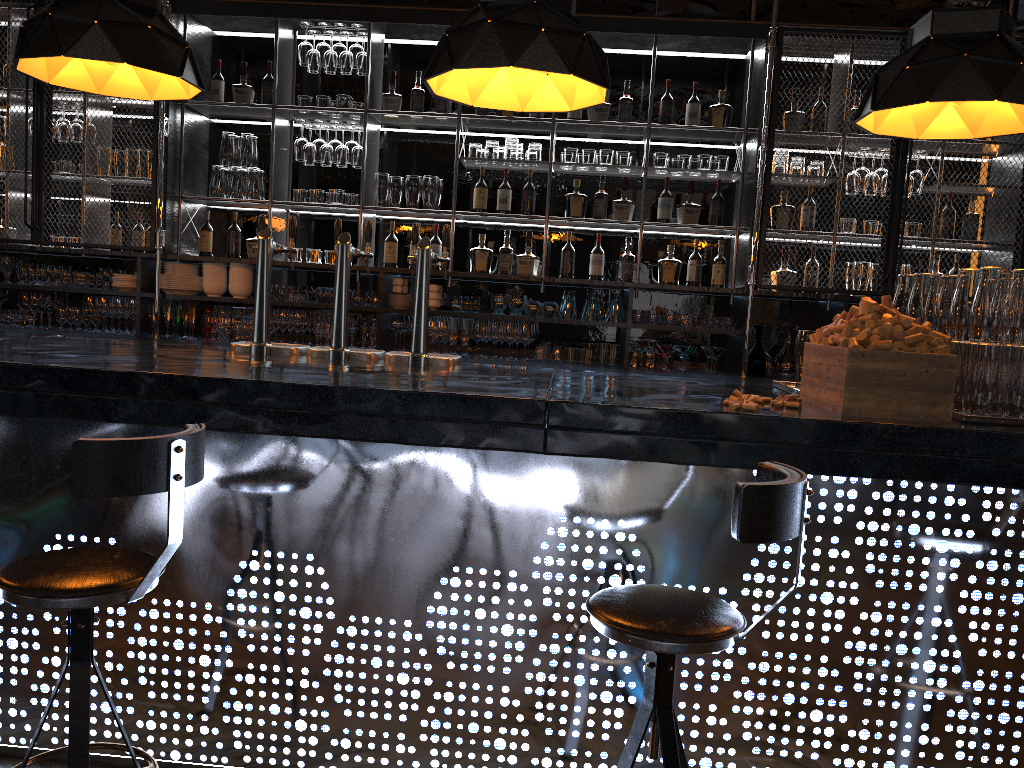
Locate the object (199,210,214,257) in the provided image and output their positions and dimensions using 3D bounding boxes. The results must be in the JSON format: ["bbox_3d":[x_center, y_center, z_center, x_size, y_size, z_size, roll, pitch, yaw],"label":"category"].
[{"bbox_3d":[-1.934,-0.947,5.617,0.086,0.299,0.086,0,6,-37],"label":"object"}]

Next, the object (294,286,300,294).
[{"bbox_3d":[-1.406,-0.579,5.675,0.089,0.100,0.100,3,5,-3],"label":"object"}]

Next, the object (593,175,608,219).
[{"bbox_3d":[0.545,-1.132,5.427,0.083,0.282,0.083,4,5,4],"label":"object"}]

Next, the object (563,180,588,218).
[{"bbox_3d":[0.391,-1.125,5.437,0.151,0.248,0.094,3,5,-7],"label":"object"}]

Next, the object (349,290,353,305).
[{"bbox_3d":[-1.049,-0.550,5.590,0.093,0.099,0.093,3,5,-9],"label":"object"}]

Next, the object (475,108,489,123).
[{"bbox_3d":[-0.177,-1.751,5.423,0.083,0.282,0.083,3,5,-11],"label":"object"}]

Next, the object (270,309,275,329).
[{"bbox_3d":[-1.491,-0.350,5.419,0.084,0.216,0.084,3,5,-8],"label":"object"}]

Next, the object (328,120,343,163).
[{"bbox_3d":[-1.077,-1.477,5.416,0.092,0.244,0.092,0,6,-36],"label":"object"}]

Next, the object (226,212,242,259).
[{"bbox_3d":[-1.745,-0.932,5.574,0.086,0.297,0.086,8,6,37],"label":"object"}]

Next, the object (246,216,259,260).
[{"bbox_3d":[-1.589,-0.912,5.577,0.123,0.279,0.123,5,5,17],"label":"object"}]

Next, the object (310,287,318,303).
[{"bbox_3d":[-1.258,-0.565,5.607,0.109,0.100,0.109,2,5,-13],"label":"object"}]

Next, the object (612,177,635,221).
[{"bbox_3d":[0.682,-1.119,5.405,0.123,0.279,0.123,5,5,17],"label":"object"}]

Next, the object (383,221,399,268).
[{"bbox_3d":[-0.753,-0.866,5.544,0.086,0.299,0.086,0,6,-37],"label":"object"}]

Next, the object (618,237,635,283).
[{"bbox_3d":[0.707,-0.758,5.447,0.083,0.282,0.083,3,5,-11],"label":"object"}]

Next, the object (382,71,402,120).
[{"bbox_3d":[-0.737,-1.781,5.460,0.123,0.279,0.123,3,5,-8],"label":"object"}]

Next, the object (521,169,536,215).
[{"bbox_3d":[0.105,-1.171,5.456,0.086,0.297,0.086,0,6,-37],"label":"object"}]

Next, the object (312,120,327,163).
[{"bbox_3d":[-1.176,-1.484,5.422,0.092,0.244,0.092,0,6,-36],"label":"object"}]

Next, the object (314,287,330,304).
[{"bbox_3d":[-1.162,-0.544,5.439,0.093,0.099,0.093,5,5,20],"label":"object"}]

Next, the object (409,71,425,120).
[{"bbox_3d":[-0.580,-1.773,5.448,0.083,0.282,0.083,3,5,-11],"label":"object"}]

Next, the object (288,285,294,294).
[{"bbox_3d":[-1.417,-0.571,5.576,0.100,0.100,0.089,-1,7,-44],"label":"object"}]

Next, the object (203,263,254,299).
[{"bbox_3d":[-1.762,-0.645,5.496,0.309,0.216,0.149,4,5,1],"label":"object"}]

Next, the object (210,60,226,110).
[{"bbox_3d":[-1.839,-1.877,5.557,0.086,0.298,0.086,0,6,-37],"label":"object"}]

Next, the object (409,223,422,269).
[{"bbox_3d":[-0.595,-0.859,5.559,0.086,0.298,0.086,0,6,-37],"label":"object"}]

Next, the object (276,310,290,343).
[{"bbox_3d":[-1.397,-0.343,5.411,0.084,0.216,0.084,5,5,19],"label":"object"}]

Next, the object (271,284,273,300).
[{"bbox_3d":[-1.511,-0.572,5.518,0.100,0.100,0.089,1,6,-24],"label":"object"}]

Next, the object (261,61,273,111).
[{"bbox_3d":[-1.509,-1.852,5.508,0.086,0.299,0.086,0,6,-37],"label":"object"}]

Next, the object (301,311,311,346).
[{"bbox_3d":[-1.300,-0.349,5.543,0.084,0.216,0.084,-1,7,-44],"label":"object"}]

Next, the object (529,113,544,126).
[{"bbox_3d":[0.156,-1.737,5.415,0.086,0.298,0.086,0,6,-37],"label":"object"}]

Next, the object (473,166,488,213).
[{"bbox_3d":[-0.191,-1.190,5.478,0.086,0.299,0.086,0,6,-37],"label":"object"}]

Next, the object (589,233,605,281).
[{"bbox_3d":[0.526,-0.779,5.466,0.086,0.298,0.086,0,6,-37],"label":"object"}]

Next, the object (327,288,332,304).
[{"bbox_3d":[-1.155,-0.553,5.546,0.093,0.099,0.093,3,5,-9],"label":"object"}]

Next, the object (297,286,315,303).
[{"bbox_3d":[-1.268,-0.551,5.449,0.109,0.100,0.109,2,5,-13],"label":"object"}]

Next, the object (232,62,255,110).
[{"bbox_3d":[-1.665,-1.850,5.502,0.123,0.279,0.123,3,5,-8],"label":"object"}]

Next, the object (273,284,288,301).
[{"bbox_3d":[-1.426,-0.561,5.455,0.089,0.100,0.100,8,7,40],"label":"object"}]

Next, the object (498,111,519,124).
[{"bbox_3d":[-0.018,-1.723,5.414,0.151,0.248,0.094,4,5,7],"label":"object"}]

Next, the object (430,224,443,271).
[{"bbox_3d":[-0.478,-0.848,5.528,0.086,0.298,0.086,0,6,-37],"label":"object"}]

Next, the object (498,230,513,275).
[{"bbox_3d":[-0.036,-0.809,5.494,0.083,0.282,0.083,4,5,4],"label":"object"}]

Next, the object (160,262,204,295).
[{"bbox_3d":[-2.068,-0.658,5.549,0.306,0.195,0.300,4,5,5],"label":"object"}]

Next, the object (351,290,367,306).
[{"bbox_3d":[-0.924,-0.521,5.368,0.095,0.096,0.095,1,6,-22],"label":"object"}]

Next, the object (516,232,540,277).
[{"bbox_3d":[0.101,-0.796,5.472,0.123,0.279,0.123,5,5,17],"label":"object"}]

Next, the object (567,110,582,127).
[{"bbox_3d":[0.388,-1.722,5.395,0.086,0.298,0.086,0,6,-37],"label":"object"}]

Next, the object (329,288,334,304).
[{"bbox_3d":[-1.065,-0.533,5.386,0.093,0.099,0.093,6,6,23],"label":"object"}]

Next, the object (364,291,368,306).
[{"bbox_3d":[-0.943,-0.546,5.638,0.095,0.096,0.095,5,5,20],"label":"object"}]

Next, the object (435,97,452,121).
[{"bbox_3d":[-0.415,-1.761,5.438,0.083,0.282,0.083,5,5,19],"label":"object"}]

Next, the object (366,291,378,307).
[{"bbox_3d":[-0.849,-0.522,5.434,0.095,0.096,0.095,6,6,28],"label":"object"}]

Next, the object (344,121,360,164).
[{"bbox_3d":[-0.974,-1.470,5.409,0.092,0.244,0.092,0,6,-36],"label":"object"}]

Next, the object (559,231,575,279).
[{"bbox_3d":[0.344,-0.789,5.444,0.086,0.297,0.086,8,6,37],"label":"object"}]

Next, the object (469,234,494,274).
[{"bbox_3d":[-0.191,-0.802,5.504,0.151,0.248,0.094,3,5,-7],"label":"object"}]

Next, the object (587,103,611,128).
[{"bbox_3d":[0.527,-1.700,5.366,0.123,0.279,0.123,3,5,-7],"label":"object"}]

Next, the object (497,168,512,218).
[{"bbox_3d":[-0.044,-1.184,5.494,0.086,0.298,0.086,0,6,-37],"label":"object"}]

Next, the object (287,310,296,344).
[{"bbox_3d":[-1.386,-0.354,5.542,0.084,0.216,0.084,3,5,-4],"label":"object"}]

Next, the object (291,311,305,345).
[{"bbox_3d":[-1.307,-0.337,5.406,0.084,0.216,0.084,-1,7,-44],"label":"object"}]

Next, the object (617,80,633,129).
[{"bbox_3d":[0.688,-1.692,5.369,0.083,0.282,0.083,4,5,4],"label":"object"}]

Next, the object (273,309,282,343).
[{"bbox_3d":[-1.476,-0.360,5.551,0.084,0.216,0.084,5,5,16],"label":"object"}]
